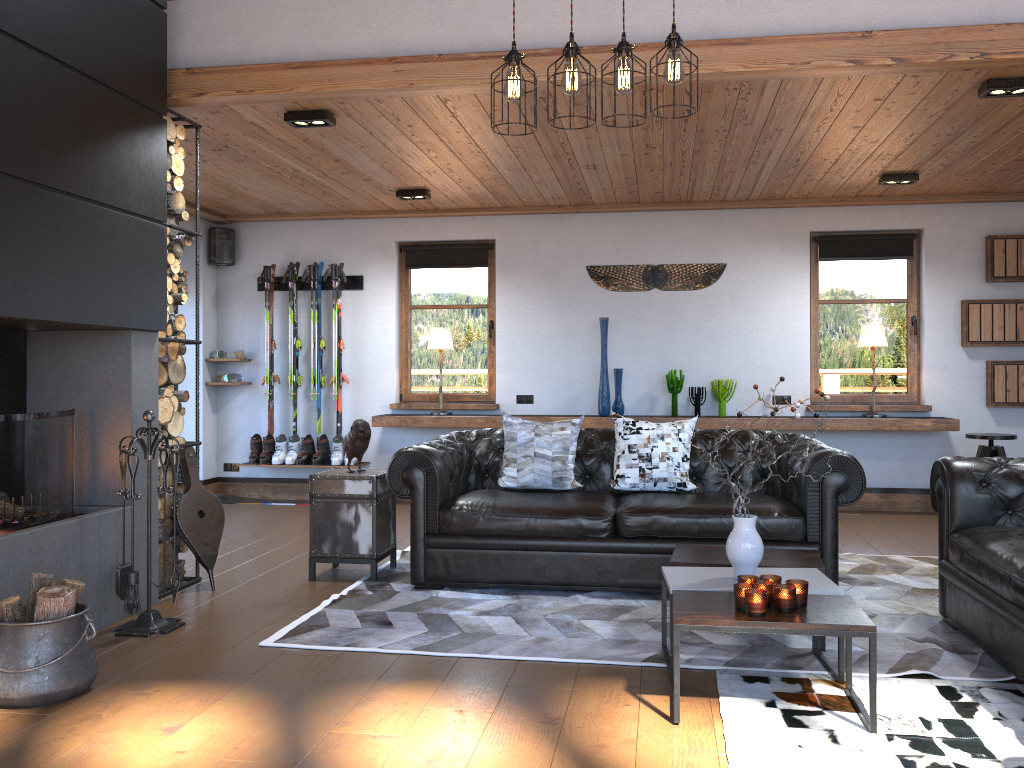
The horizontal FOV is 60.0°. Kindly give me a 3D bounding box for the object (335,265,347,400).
[{"bbox_3d":[-1.590,-0.477,8.181,0.122,1.249,0.058,0,0,-29],"label":"object"}]

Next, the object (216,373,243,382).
[{"bbox_3d":[-2.702,-0.060,8.426,0.347,0.084,0.190,0,1,45],"label":"object"}]

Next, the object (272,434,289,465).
[{"bbox_3d":[-2.145,0.600,8.192,0.116,0.270,0.253,0,0,14],"label":"object"}]

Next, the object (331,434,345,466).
[{"bbox_3d":[-1.599,0.600,8.113,0.116,0.270,0.252,0,0,5],"label":"object"}]

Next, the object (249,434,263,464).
[{"bbox_3d":[-2.383,0.599,8.229,0.116,0.270,0.251,0,0,0],"label":"object"}]

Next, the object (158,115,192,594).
[{"bbox_3d":[-2.081,-0.172,4.876,0.465,2.612,0.495,0,0,9],"label":"object"}]

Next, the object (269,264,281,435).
[{"bbox_3d":[-2.220,-0.323,8.326,0.095,1.606,0.115,0,0,9],"label":"object"}]

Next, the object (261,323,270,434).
[{"bbox_3d":[-2.314,-0.308,8.351,0.095,1.606,0.115,0,0,9],"label":"object"}]

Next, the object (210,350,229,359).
[{"bbox_3d":[-2.782,-0.279,8.439,0.189,0.084,0.160,0,0,8],"label":"object"}]

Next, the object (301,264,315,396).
[{"bbox_3d":[-1.867,-0.477,8.143,0.122,1.249,0.058,0,0,-34],"label":"object"}]

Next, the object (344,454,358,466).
[{"bbox_3d":[-1.475,0.600,8.095,0.116,0.270,0.252,0,0,5],"label":"object"}]

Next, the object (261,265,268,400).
[{"bbox_3d":[-2.281,-0.477,8.195,0.059,1.249,0.120,0,0,-9],"label":"object"}]

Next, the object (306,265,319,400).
[{"bbox_3d":[-1.843,-0.477,8.205,0.121,1.249,0.059,0,0,-9],"label":"object"}]

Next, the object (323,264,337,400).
[{"bbox_3d":[-1.661,-0.476,8.099,0.122,1.249,0.058,0,0,-24],"label":"object"}]

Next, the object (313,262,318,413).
[{"bbox_3d":[-1.851,-0.340,8.339,0.072,1.622,0.112,0,0,9],"label":"object"}]

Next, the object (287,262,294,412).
[{"bbox_3d":[-2.076,-0.339,8.341,0.072,1.622,0.112,0,0,9],"label":"object"}]

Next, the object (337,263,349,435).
[{"bbox_3d":[-1.560,-0.323,8.229,0.095,1.606,0.115,0,0,9],"label":"object"}]

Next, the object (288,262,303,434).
[{"bbox_3d":[-2.026,-0.339,8.251,0.103,1.622,0.255,0,0,6],"label":"object"}]

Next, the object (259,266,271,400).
[{"bbox_3d":[-2.305,-0.477,8.272,0.121,1.249,0.059,0,0,-9],"label":"object"}]

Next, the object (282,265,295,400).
[{"bbox_3d":[-2.074,-0.477,8.239,0.121,1.249,0.059,0,0,-9],"label":"object"}]

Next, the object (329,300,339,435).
[{"bbox_3d":[-1.654,-0.308,8.254,0.095,1.606,0.115,0,0,9],"label":"object"}]

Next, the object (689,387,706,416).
[{"bbox_3d":[1.624,0.154,7.773,0.130,0.260,0.122,0,0,-21],"label":"object"}]

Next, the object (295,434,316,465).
[{"bbox_3d":[-1.900,0.600,8.152,0.115,0.270,0.254,0,0,29],"label":"object"}]

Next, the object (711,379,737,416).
[{"bbox_3d":[1.845,0.119,7.755,0.184,0.332,0.197,0,0,-31],"label":"object"}]

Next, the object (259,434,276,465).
[{"bbox_3d":[-2.267,0.600,8.210,0.116,0.270,0.253,0,0,14],"label":"object"}]

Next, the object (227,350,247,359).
[{"bbox_3d":[-2.606,-0.279,8.414,0.159,0.084,0.190,0,0,8],"label":"object"}]

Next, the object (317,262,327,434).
[{"bbox_3d":[-1.779,-0.340,8.318,0.072,1.622,0.112,0,0,9],"label":"object"}]

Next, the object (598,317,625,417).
[{"bbox_3d":[0.870,-0.148,7.769,0.277,0.862,0.110,0,0,-36],"label":"object"}]

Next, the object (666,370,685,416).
[{"bbox_3d":[1.425,0.080,7.752,0.160,0.410,0.145,0,0,-22],"label":"object"}]

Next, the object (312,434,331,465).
[{"bbox_3d":[-1.761,0.599,8.165,0.115,0.270,0.254,0,0,24],"label":"object"}]

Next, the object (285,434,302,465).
[{"bbox_3d":[-2.023,0.599,8.189,0.116,0.270,0.253,0,0,14],"label":"object"}]

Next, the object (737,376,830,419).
[{"bbox_3d":[2.331,0.110,7.604,0.639,0.349,0.527,0,0,36],"label":"object"}]
